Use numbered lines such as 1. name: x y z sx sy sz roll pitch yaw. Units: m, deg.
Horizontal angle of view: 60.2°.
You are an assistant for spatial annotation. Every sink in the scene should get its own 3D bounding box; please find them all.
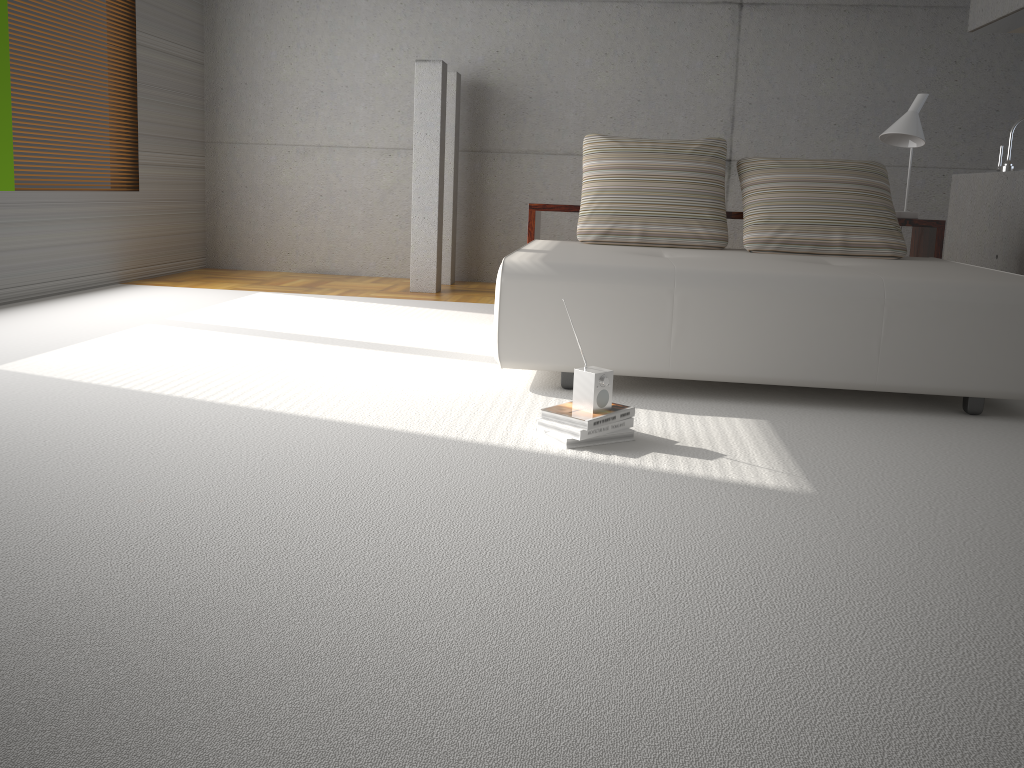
1. sink: 3.361 -1.303 5.131 0.766 0.533 1.725 3 12 6

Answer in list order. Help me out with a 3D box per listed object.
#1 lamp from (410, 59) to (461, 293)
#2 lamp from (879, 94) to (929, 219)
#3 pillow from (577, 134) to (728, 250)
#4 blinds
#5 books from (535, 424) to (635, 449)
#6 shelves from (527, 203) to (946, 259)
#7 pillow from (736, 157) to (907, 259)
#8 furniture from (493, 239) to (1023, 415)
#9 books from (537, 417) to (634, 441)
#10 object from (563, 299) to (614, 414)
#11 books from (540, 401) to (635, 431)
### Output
1. lamp: -0.587 -1.593 6.875 0.200 1.672 0.807 3 9 6
2. lamp: 2.208 -1.277 4.936 0.323 0.692 0.247 0 9 -12
3. pillow: 0.768 -1.049 4.795 0.801 0.603 0.496 3 10 6
4. blinds: -3.003 -2.016 5.002 0.012 2.020 3.577 3 11 6
5. books: 0.238 0.157 2.883 0.265 0.031 0.191 -5 14 -29
6. shelves: 1.220 -0.641 5.108 2.251 0.708 0.405 4 9 6
7. pillow: 1.609 -0.936 4.659 0.807 0.511 0.585 4 11 7
8. furniture: 1.088 -0.335 4.144 2.169 0.516 1.633 4 12 6
9. books: 0.239 0.126 2.878 0.266 0.031 0.190 -10 17 -43
10. object: 0.231 -0.092 2.808 0.186 0.362 0.091 -6 12 -43
11. books: 0.248 0.094 2.875 0.190 0.031 0.266 13 16 39
